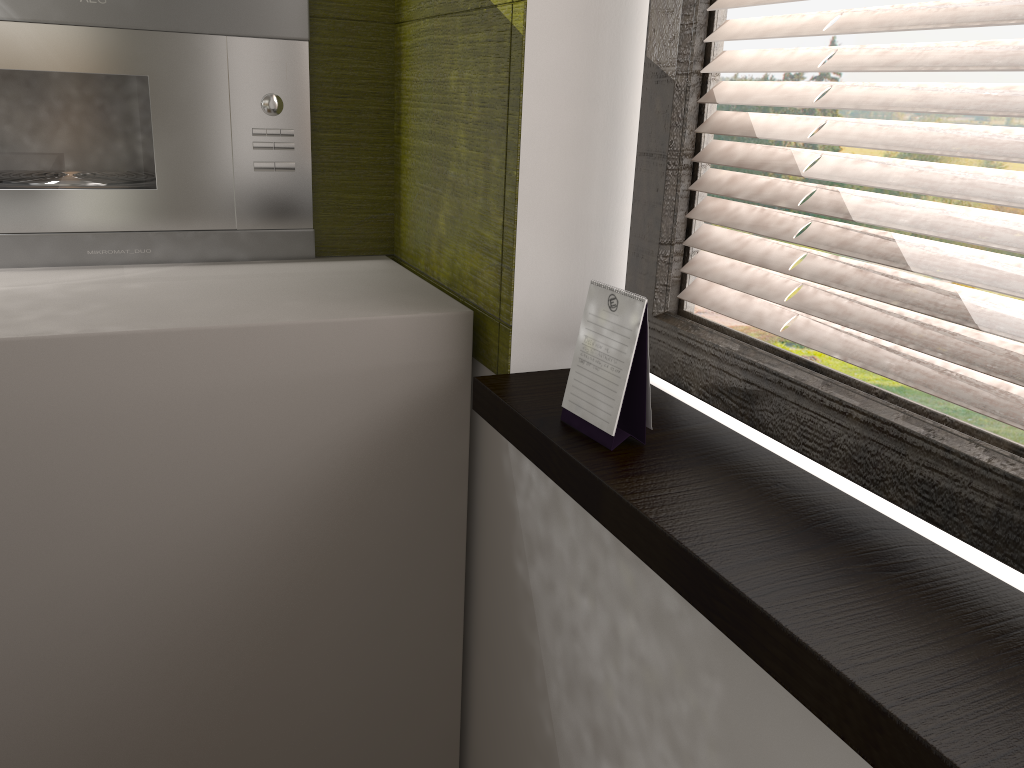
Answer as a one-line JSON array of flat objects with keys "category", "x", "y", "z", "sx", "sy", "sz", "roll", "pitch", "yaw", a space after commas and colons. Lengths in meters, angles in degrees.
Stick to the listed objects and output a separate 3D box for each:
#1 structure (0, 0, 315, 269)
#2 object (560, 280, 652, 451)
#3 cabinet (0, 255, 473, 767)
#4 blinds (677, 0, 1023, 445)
[{"category": "structure", "x": -0.655, "y": -0.421, "z": 1.427, "sx": 0.663, "sy": 0.469, "sz": 0.015, "roll": -5, "pitch": 20, "yaw": -23}, {"category": "object", "x": 0.113, "y": -0.025, "z": 1.015, "sx": 0.057, "sy": 0.169, "sz": 0.106, "roll": -7, "pitch": 21, "yaw": -28}, {"category": "cabinet", "x": -1.518, "y": 0.465, "z": 1.083, "sx": 2.940, "sy": 1.086, "sz": 0.465, "roll": -5, "pitch": 20, "yaw": -23}, {"category": "blinds", "x": 2.117, "y": -4.059, "z": 3.433, "sx": 16.000, "sy": 12.704, "sz": 9.030, "roll": 7, "pitch": 19, "yaw": 14}]
